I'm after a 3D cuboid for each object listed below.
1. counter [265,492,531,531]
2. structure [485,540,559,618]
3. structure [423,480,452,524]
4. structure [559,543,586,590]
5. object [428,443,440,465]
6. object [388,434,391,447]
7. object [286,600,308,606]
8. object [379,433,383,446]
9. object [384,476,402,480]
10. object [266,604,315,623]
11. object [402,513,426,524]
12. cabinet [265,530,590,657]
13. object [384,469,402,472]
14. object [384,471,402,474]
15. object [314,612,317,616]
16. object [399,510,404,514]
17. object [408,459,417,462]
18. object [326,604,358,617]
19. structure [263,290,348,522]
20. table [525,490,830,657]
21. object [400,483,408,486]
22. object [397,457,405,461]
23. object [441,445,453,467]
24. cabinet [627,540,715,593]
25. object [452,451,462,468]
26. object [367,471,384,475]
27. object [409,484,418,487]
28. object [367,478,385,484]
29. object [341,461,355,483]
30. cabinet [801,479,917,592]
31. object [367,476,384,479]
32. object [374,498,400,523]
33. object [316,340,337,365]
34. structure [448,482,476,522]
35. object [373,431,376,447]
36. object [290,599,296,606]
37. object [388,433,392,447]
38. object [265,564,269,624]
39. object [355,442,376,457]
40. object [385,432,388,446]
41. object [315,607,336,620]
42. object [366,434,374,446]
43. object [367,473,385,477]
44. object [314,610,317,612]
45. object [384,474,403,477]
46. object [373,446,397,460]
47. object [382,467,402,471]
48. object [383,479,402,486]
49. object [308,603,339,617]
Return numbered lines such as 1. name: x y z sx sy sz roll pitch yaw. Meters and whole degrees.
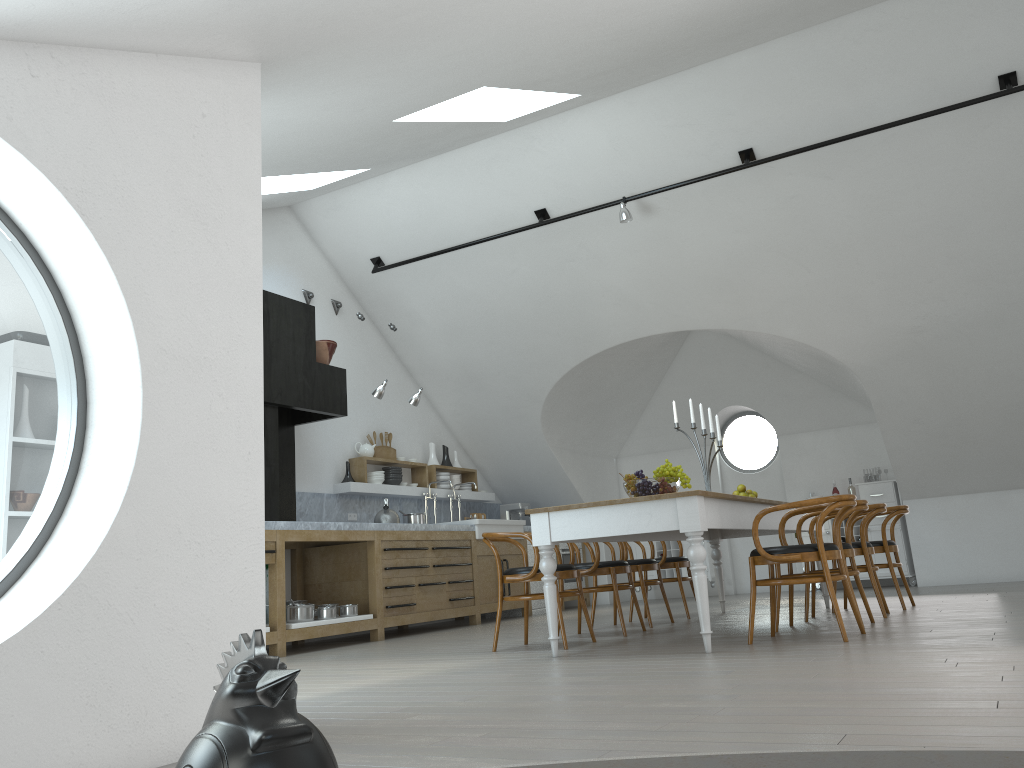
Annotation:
1. counter: -1.083 1.174 8.725 0.959 0.624 6.548 -11 -14 28
2. structure: 0.109 2.217 10.143 0.597 0.828 0.721 -11 -15 28
3. structure: -0.767 1.308 9.500 0.332 0.533 0.212 -6 -14 9
4. structure: 0.476 2.233 10.809 0.629 0.641 0.629 -11 -15 28
5. object: -0.894 0.797 9.999 0.156 0.270 0.155 -8 -14 17
6. object: -1.285 0.671 9.383 0.030 0.296 0.057 -12 -15 28
7. object: -1.950 1.908 7.490 0.455 0.198 0.266 2 -14 -26
8. object: -1.351 0.650 9.268 0.040 0.301 0.061 -11 -15 25
9. object: -1.244 1.008 9.228 0.205 0.087 0.204 1 -13 -23
10. object: -1.702 1.770 6.853 0.378 0.165 0.222 -8 -13 17
11. object: -0.931 1.329 8.642 0.232 0.171 0.392 -6 -12 8
12. cabinet: -1.039 1.960 8.458 1.001 1.029 6.401 -11 -14 28
13. object: -1.250 0.936 9.252 0.205 0.084 0.204 4 -15 -33
14. object: -1.247 0.960 9.242 0.205 0.073 0.204 -8 -13 16
15. object: -1.714 1.851 7.135 0.508 0.053 0.262 -5 -12 5
16. object: -1.001 1.297 8.596 0.235 0.168 0.051 -10 -15 23
17. object: -1.080 0.845 9.644 0.098 0.049 0.098 -10 -14 25
18. object: -1.374 1.849 7.244 0.260 0.114 0.153 -11 -14 27
19. structure: -2.008 0.276 7.548 0.778 1.897 1.071 -12 -15 28
20. table: 1.363 1.255 6.079 1.016 0.804 3.335 -11 -14 28
21. object: -1.157 1.077 9.410 0.098 0.049 0.098 -10 -14 25
22. object: -1.185 0.813 9.460 0.098 0.049 0.098 -10 -14 25
23. object: -0.762 0.835 10.222 0.155 0.270 0.155 -13 -16 32
24. cabinet: 1.989 2.151 11.020 1.132 0.794 0.494 -11 -15 28
25. object: -0.658 0.893 10.413 0.156 0.220 0.155 -7 -13 10
26. object: -1.385 0.924 8.999 0.180 0.076 0.180 1 -13 -23
27. object: -1.063 1.105 9.574 0.098 0.049 0.098 -10 -14 25
28. object: -1.381 0.997 8.979 0.181 0.064 0.180 5 -16 -38
29. object: -1.601 0.864 8.663 0.156 0.220 0.155 -7 -13 10
30. cabinet: 3.925 1.759 10.214 1.239 1.162 0.607 -11 -15 28
31. object: -1.383 0.974 8.984 0.181 0.066 0.180 1 -13 -23
32. object: -1.166 1.194 8.246 0.245 0.269 0.245 -14 -16 37
33. object: -1.743 -0.241 7.912 0.347 0.238 0.364 7 -17 -43
34. structure: -0.528 1.379 9.917 0.332 0.533 0.212 -6 -14 9
35. object: -1.410 0.632 9.166 0.027 0.301 0.055 -12 -15 28
36. object: -1.627 1.720 6.784 0.051 0.153 0.189 -12 -15 28
37. object: -1.288 0.663 9.343 0.039 0.300 0.067 -12 -15 28
38. object: -1.981 1.681 7.179 0.231 0.502 0.229 0 -14 -20
39. object: -1.482 0.675 8.977 0.174 0.170 0.167 -7 -13 12
40. object: -1.317 0.652 9.288 0.019 0.301 0.056 -12 -15 28
41. object: -1.504 1.802 6.976 0.260 0.114 0.153 -8 -13 17
42. object: -1.424 0.644 9.129 0.016 0.261 0.198 -15 -17 38
43. object: -1.383 0.952 8.992 0.180 0.069 0.180 7 -17 -43
44. object: -1.589 1.840 7.150 0.041 0.045 0.246 -11 -14 27
45. object: -1.240 0.980 9.234 0.205 0.087 0.204 0 -13 -18
46. object: -1.337 0.726 9.244 0.084 0.158 0.352 -12 -14 28
47. object: -1.254 0.909 9.258 0.205 0.080 0.205 -12 -14 30
48. object: -1.242 1.034 9.222 0.205 0.073 0.204 -8 -13 16
49. object: -1.558 1.888 7.397 0.181 0.134 0.307 5 -15 -36
